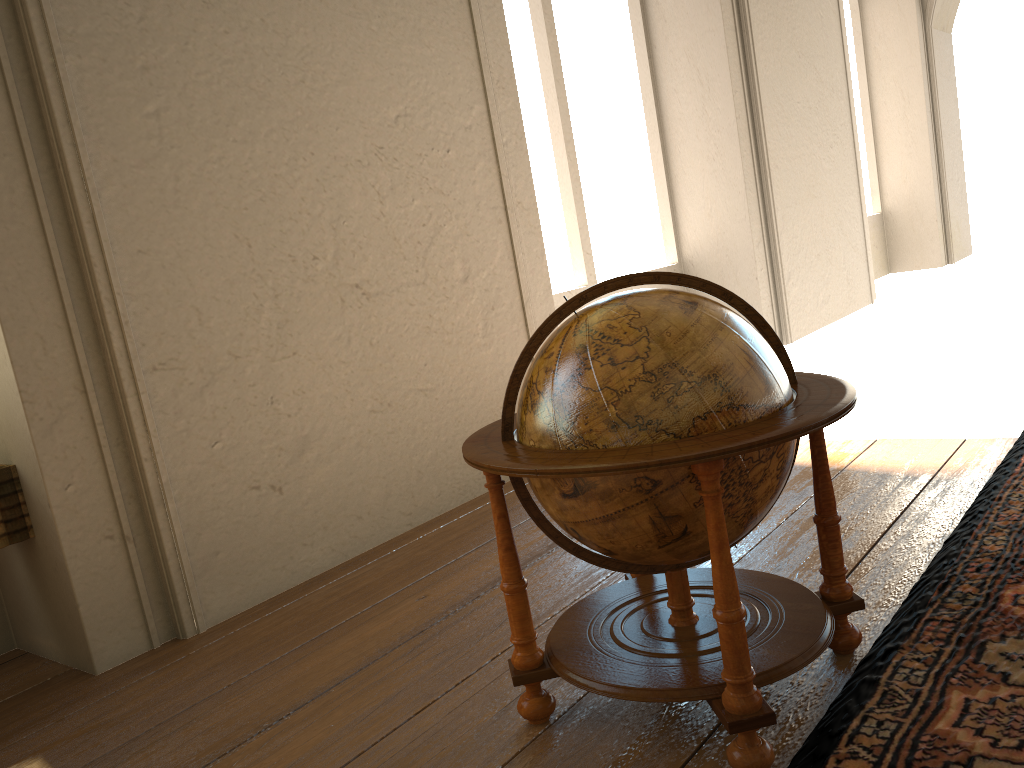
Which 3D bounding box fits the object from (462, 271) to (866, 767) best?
[{"bbox_3d":[0.508,0.349,2.988,1.278,1.453,1.276,-12,9,-12],"label":"object"}]
